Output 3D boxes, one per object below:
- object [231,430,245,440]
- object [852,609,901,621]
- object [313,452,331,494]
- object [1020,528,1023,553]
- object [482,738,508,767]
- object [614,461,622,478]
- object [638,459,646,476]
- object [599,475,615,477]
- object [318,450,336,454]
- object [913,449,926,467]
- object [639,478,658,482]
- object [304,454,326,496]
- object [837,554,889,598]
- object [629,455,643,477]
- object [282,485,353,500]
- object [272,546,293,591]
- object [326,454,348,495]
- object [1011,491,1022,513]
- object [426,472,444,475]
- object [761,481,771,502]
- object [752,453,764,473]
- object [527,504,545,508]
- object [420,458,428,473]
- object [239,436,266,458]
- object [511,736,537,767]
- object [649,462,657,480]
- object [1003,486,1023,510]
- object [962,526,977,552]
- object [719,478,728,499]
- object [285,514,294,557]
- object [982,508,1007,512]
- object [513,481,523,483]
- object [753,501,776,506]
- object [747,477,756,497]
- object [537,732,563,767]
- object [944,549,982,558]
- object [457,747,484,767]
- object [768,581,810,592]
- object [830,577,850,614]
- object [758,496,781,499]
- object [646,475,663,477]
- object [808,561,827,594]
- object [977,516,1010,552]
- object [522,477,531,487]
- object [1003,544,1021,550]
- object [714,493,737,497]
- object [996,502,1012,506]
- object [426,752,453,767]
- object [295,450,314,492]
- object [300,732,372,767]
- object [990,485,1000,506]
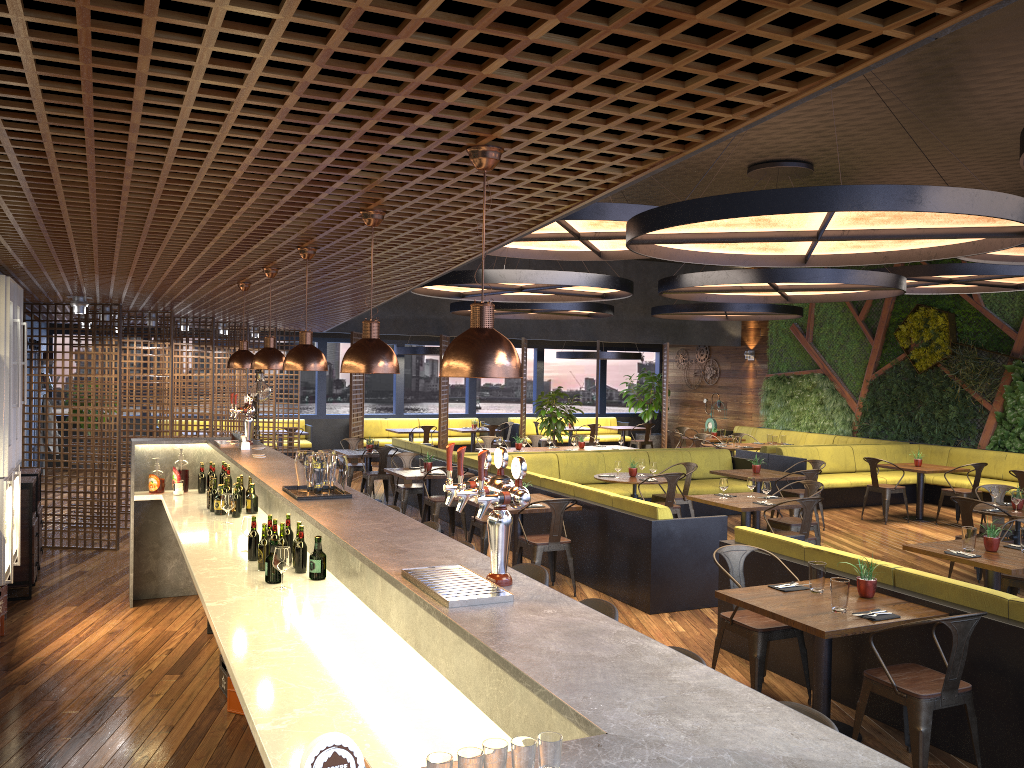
[{"bbox_3d":[-2.341,0.446,7.666,0.177,0.091,0.091,2,1,40],"label":"object"},{"bbox_3d":[1.951,1.243,4.784,0.255,0.019,0.157,1,1,-25],"label":"object"},{"bbox_3d":[-0.978,0.460,4.566,0.105,0.209,0.105,1,1,10],"label":"object"},{"bbox_3d":[3.835,1.169,6.597,0.102,0.178,0.102,1,1,-19],"label":"object"},{"bbox_3d":[-0.027,0.601,1.410,0.042,0.059,0.042,1,1,-27],"label":"object"},{"bbox_3d":[1.295,1.046,10.840,0.097,0.206,0.097,1,1,17],"label":"object"},{"bbox_3d":[1.636,1.047,11.166,0.097,0.206,0.097,1,1,14],"label":"object"},{"bbox_3d":[1.197,1.136,10.986,0.255,0.019,0.157,1,1,7],"label":"object"},{"bbox_3d":[-0.984,0.457,4.704,0.105,0.209,0.105,1,1,10],"label":"object"},{"bbox_3d":[5.889,1.063,12.880,0.260,0.271,0.238,1,1,14],"label":"object"},{"bbox_3d":[1.628,1.149,10.643,0.157,0.019,0.255,1,1,-18],"label":"object"},{"bbox_3d":[-0.987,0.461,4.443,0.105,0.209,0.105,1,1,10],"label":"object"},{"bbox_3d":[2.084,1.112,5.209,0.238,0.271,0.260,1,1,-20],"label":"object"},{"bbox_3d":[1.494,1.012,10.986,0.238,0.271,0.260,1,1,-3],"label":"object"},{"bbox_3d":[-1.007,0.554,4.560,0.273,0.019,0.437,1,1,-25],"label":"object"},{"bbox_3d":[-1.145,0.918,4.424,0.097,0.206,0.097,1,1,6],"label":"object"},{"bbox_3d":[-0.884,0.463,4.478,0.105,0.209,0.105,1,1,10],"label":"object"},{"bbox_3d":[4.914,1.146,8.638,0.097,0.206,0.097,2,1,37],"label":"object"},{"bbox_3d":[-0.956,1.096,10.874,0.255,0.019,0.157,1,1,-25],"label":"object"},{"bbox_3d":[2.595,1.098,9.047,0.097,0.206,0.097,0,1,-33],"label":"object"},{"bbox_3d":[3.219,1.034,11.630,0.260,0.271,0.238,1,1,10],"label":"object"},{"bbox_3d":[0.178,1.154,8.424,0.255,0.019,0.157,1,1,-25],"label":"object"},{"bbox_3d":[-1.094,1.012,10.968,0.102,0.178,0.102,0,1,-39],"label":"object"},{"bbox_3d":[-1.898,0.462,6.661,0.200,0.106,0.766,1,1,-25],"label":"object"},{"bbox_3d":[0.018,0.601,1.420,0.042,0.059,0.042,1,1,-27],"label":"object"},{"bbox_3d":[1.719,1.055,10.791,0.097,0.206,0.097,1,1,0],"label":"object"},{"bbox_3d":[5.014,1.110,8.815,0.260,0.271,0.238,1,1,14],"label":"object"},{"bbox_3d":[3.411,1.161,6.620,0.102,0.178,0.102,2,1,31],"label":"object"},{"bbox_3d":[2.205,1.088,9.240,0.097,0.206,0.097,0,1,-33],"label":"object"},{"bbox_3d":[-1.299,0.881,5.144,0.063,0.254,0.063,1,1,-23],"label":"object"},{"bbox_3d":[4.752,1.236,8.706,0.255,0.019,0.157,1,1,-27],"label":"object"},{"bbox_3d":[0.054,1.065,8.894,0.102,0.178,0.102,0,1,-39],"label":"object"},{"bbox_3d":[2.520,1.193,8.890,0.157,0.019,0.255,1,1,-25],"label":"object"},{"bbox_3d":[2.533,1.091,9.383,0.097,0.206,0.097,1,1,-24],"label":"object"},{"bbox_3d":[0.061,0.602,1.439,0.042,0.059,0.042,1,1,-27],"label":"object"},{"bbox_3d":[3.287,1.240,6.508,0.157,0.019,0.255,1,1,-25],"label":"object"},{"bbox_3d":[-0.065,0.600,1.375,0.042,0.059,0.042,1,1,-27],"label":"object"},{"bbox_3d":[1.701,1.229,5.401,0.255,0.019,0.157,1,1,-25],"label":"object"},{"bbox_3d":[1.793,1.159,4.853,0.102,0.178,0.102,1,1,11],"label":"object"},{"bbox_3d":[2.689,1.189,9.312,0.255,0.019,0.157,1,1,-25],"label":"object"},{"bbox_3d":[1.790,1.145,11.089,0.255,0.019,0.157,1,1,-22],"label":"object"},{"bbox_3d":[1.816,1.153,5.277,0.102,0.178,0.102,0,1,-39],"label":"object"},{"bbox_3d":[3.588,1.117,6.640,0.238,0.271,0.260,1,1,14],"label":"object"},{"bbox_3d":[0.086,1.022,8.724,0.238,0.271,0.260,1,1,-3],"label":"object"},{"bbox_3d":[3.904,1.247,6.757,0.157,0.019,0.255,1,1,-25],"label":"object"},{"bbox_3d":[2.276,1.180,9.400,0.157,0.019,0.255,1,1,-25],"label":"object"},{"bbox_3d":[5.101,1.235,9.145,0.157,0.019,0.255,1,1,18],"label":"object"},{"bbox_3d":[-0.111,0.600,1.355,0.042,0.059,0.042,1,1,-27],"label":"object"},{"bbox_3d":[-1.086,0.456,4.649,0.105,0.209,0.105,1,1,10],"label":"object"},{"bbox_3d":[-0.514,0.573,1.118,0.766,0.106,0.200,1,1,-25],"label":"object"},{"bbox_3d":[4.943,1.140,9.075,0.097,0.206,0.097,1,1,-18],"label":"object"}]
